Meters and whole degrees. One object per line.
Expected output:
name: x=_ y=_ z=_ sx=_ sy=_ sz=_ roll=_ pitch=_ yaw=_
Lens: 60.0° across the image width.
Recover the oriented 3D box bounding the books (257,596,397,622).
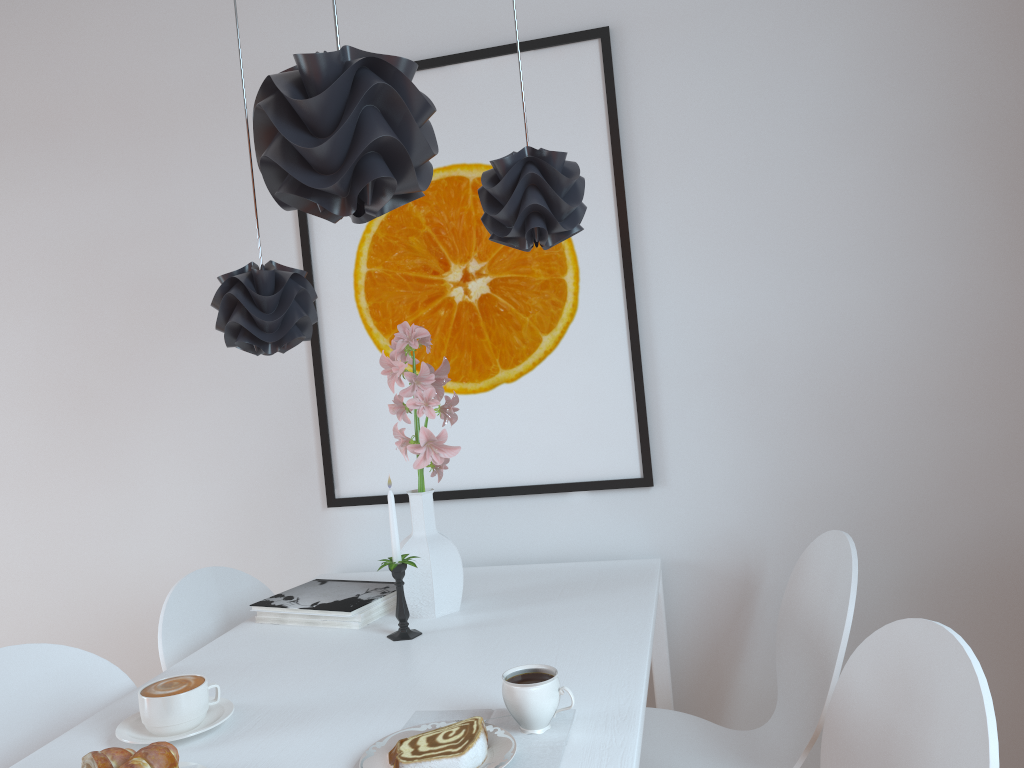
books: x=-0.361 y=0.447 z=1.819 sx=0.257 sy=0.014 sz=0.189 roll=-5 pitch=1 yaw=25

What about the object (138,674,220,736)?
object: x=-0.479 y=0.457 z=1.264 sx=0.095 sy=0.064 sz=0.098 roll=-5 pitch=1 yaw=15

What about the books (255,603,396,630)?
books: x=-0.364 y=0.462 z=1.822 sx=0.262 sy=0.014 sz=0.189 roll=-5 pitch=1 yaw=27

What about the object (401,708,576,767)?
object: x=-0.046 y=0.452 z=1.110 sx=0.230 sy=0.003 sz=0.226 roll=-5 pitch=1 yaw=12

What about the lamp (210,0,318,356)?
lamp: x=-0.486 y=-0.798 z=1.503 sx=0.171 sy=1.505 sz=0.167 roll=-5 pitch=1 yaw=28

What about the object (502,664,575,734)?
object: x=0.028 y=0.410 z=1.142 sx=0.075 sy=0.070 sz=0.085 roll=-6 pitch=1 yaw=-29

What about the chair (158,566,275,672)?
chair: x=-0.332 y=0.804 z=1.804 sx=0.651 sy=0.870 sz=0.500 roll=-5 pitch=1 yaw=17

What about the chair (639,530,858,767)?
chair: x=0.347 y=0.739 z=1.694 sx=0.648 sy=0.870 sz=0.502 roll=-6 pitch=1 yaw=7

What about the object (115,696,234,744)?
object: x=-0.477 y=0.485 z=1.262 sx=0.162 sy=0.020 sz=0.158 roll=-5 pitch=1 yaw=27

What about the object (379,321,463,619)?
object: x=-0.162 y=0.160 z=1.755 sx=0.180 sy=0.579 sz=0.177 roll=-5 pitch=1 yaw=39

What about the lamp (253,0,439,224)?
lamp: x=-0.324 y=-0.914 z=1.463 sx=0.291 sy=1.294 sz=0.299 roll=-6 pitch=1 yaw=-32

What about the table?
table: x=-0.154 y=0.843 z=1.489 sx=0.839 sy=0.771 sz=1.266 roll=-5 pitch=1 yaw=12

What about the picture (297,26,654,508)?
picture: x=-0.118 y=-0.253 z=2.114 sx=0.805 sy=1.052 sz=0.017 roll=-5 pitch=1 yaw=13

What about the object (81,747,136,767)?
object: x=-0.484 y=0.467 z=1.081 sx=0.061 sy=0.059 sz=0.073 roll=-5 pitch=1 yaw=33

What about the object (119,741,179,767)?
object: x=-0.435 y=0.463 z=1.056 sx=0.070 sy=0.060 sz=0.130 roll=-5 pitch=1 yaw=12

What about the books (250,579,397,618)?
books: x=-0.368 y=0.435 z=1.814 sx=0.260 sy=0.012 sz=0.204 roll=-5 pitch=1 yaw=29

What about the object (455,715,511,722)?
object: x=-0.014 y=0.435 z=1.161 sx=0.128 sy=0.027 sz=0.028 roll=-6 pitch=1 yaw=-28

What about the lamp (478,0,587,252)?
lamp: x=-0.034 y=-0.961 z=1.396 sx=0.170 sy=1.505 sz=0.169 roll=-6 pitch=1 yaw=3

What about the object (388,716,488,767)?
object: x=-0.094 y=0.438 z=1.066 sx=0.128 sy=0.043 sz=0.074 roll=-6 pitch=1 yaw=5

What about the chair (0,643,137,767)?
chair: x=-0.538 y=0.838 z=1.225 sx=0.654 sy=0.870 sz=0.497 roll=-5 pitch=1 yaw=37

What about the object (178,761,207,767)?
object: x=-0.446 y=0.493 z=1.064 sx=0.165 sy=0.005 sz=0.169 roll=-7 pitch=2 yaw=-35

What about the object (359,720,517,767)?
object: x=-0.089 y=0.453 z=1.074 sx=0.192 sy=0.012 sz=0.190 roll=-5 pitch=1 yaw=10

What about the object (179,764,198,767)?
object: x=-0.449 y=0.492 z=1.061 sx=0.120 sy=0.005 sz=0.123 roll=-6 pitch=1 yaw=-8

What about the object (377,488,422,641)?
object: x=-0.209 y=0.309 z=1.609 sx=0.078 sy=0.298 sz=0.080 roll=-6 pitch=1 yaw=-38

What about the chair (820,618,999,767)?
chair: x=0.259 y=0.761 z=1.107 sx=0.646 sy=0.870 sz=0.504 roll=-6 pitch=1 yaw=2
